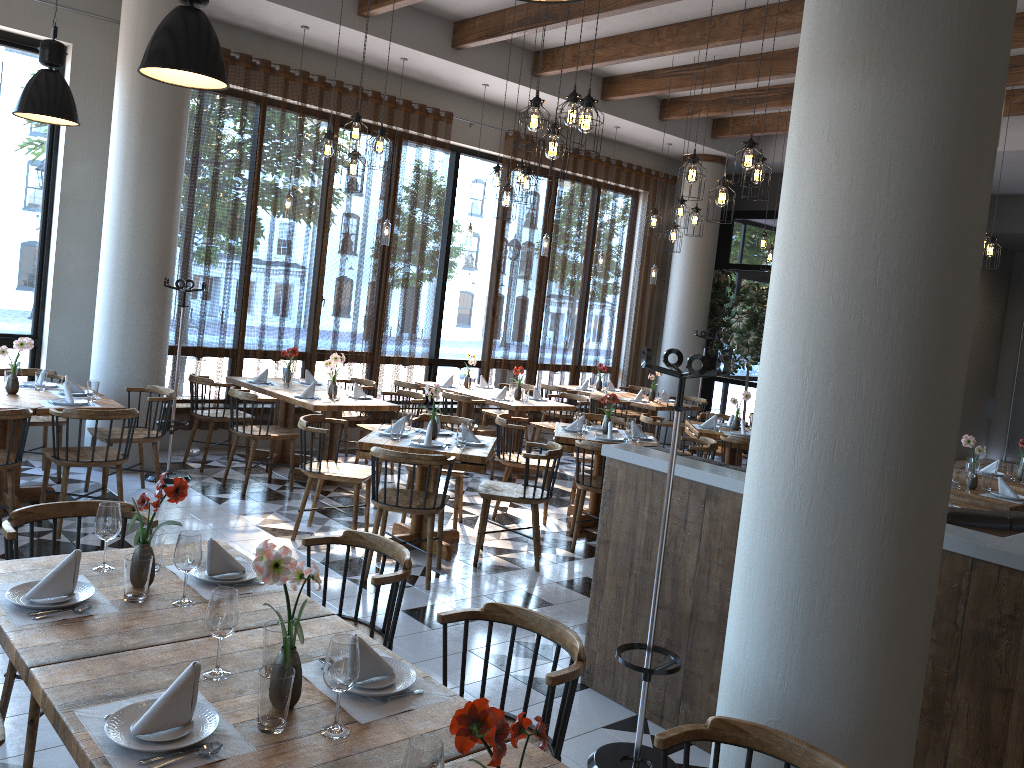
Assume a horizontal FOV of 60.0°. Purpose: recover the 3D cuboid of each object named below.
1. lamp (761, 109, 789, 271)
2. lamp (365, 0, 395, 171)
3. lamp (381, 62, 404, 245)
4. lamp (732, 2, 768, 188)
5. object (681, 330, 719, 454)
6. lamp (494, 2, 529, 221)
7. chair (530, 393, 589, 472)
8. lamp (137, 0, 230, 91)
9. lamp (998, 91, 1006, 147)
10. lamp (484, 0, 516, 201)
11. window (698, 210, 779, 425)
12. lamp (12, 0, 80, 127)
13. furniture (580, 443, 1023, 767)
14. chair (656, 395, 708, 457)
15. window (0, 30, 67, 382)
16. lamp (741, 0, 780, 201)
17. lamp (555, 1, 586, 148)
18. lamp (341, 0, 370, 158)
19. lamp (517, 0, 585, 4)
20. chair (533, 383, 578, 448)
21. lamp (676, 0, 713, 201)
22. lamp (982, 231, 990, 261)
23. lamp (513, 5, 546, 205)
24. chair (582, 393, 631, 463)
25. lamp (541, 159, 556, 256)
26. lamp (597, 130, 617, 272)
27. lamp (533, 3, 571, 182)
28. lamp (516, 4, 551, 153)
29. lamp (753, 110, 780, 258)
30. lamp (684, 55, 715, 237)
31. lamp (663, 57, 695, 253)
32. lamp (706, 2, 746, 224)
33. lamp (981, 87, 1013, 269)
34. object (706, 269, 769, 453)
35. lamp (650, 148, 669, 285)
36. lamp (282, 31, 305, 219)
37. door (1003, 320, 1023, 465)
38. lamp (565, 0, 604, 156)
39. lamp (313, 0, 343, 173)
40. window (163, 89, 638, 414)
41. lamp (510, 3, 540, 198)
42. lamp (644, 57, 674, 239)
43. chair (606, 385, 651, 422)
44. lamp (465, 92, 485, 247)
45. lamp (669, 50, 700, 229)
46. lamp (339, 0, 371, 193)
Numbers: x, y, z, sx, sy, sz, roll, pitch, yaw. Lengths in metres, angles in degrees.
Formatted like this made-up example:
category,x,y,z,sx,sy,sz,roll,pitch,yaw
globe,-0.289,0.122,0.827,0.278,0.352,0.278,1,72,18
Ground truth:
category,x,y,z,sx,sy,sz,roll,pitch,yaw
lamp,3.130,-2.360,10.380,0.175,2.066,0.175,5,3,-29
lamp,-0.881,-2.614,6.487,0.175,2.066,0.175,8,3,23
lamp,-1.183,-2.388,8.963,0.078,1.960,0.078,6,3,-2
lamp,1.640,-2.324,5.745,0.175,2.066,0.175,7,3,19
object,2.561,0.104,12.081,0.374,1.655,0.376,5,3,-20
lamp,0.050,-2.431,7.499,0.175,2.066,0.175,5,3,-23
chair,0.515,0.526,9.690,0.549,0.815,0.521,3,5,-42
lamp,-1.368,-2.288,3.925,0.391,1.861,0.390,8,4,35
lamp,1.985,-1.912,3.450,0.078,1.960,0.078,8,3,24
lamp,-0.041,-2.633,7.673,0.175,2.066,0.175,4,4,-34
window,4.741,-0.730,13.609,2.183,3.541,2.738,3,5,-42
lamp,-2.875,-2.613,5.622,0.391,1.861,0.390,8,3,25
furniture,3.442,1.056,5.680,6.580,1.147,1.925,2,7,-42
chair,2.118,0.568,11.129,0.549,0.815,0.521,3,5,-42
window,-5.819,-1.384,6.017,4.960,3.159,0.366,2,5,-42
lamp,1.750,-2.271,5.921,0.175,2.066,0.175,7,3,7
lamp,0.435,-2.387,4.997,0.175,2.066,0.175,5,3,-24
lamp,-1.032,-2.675,6.347,0.175,2.066,0.175,8,4,34
lamp,0.155,-1.959,2.208,0.391,1.861,0.390,8,3,25
chair,0.590,0.422,10.885,0.549,0.815,0.521,3,5,-42
lamp,1.314,-2.279,5.955,0.175,2.066,0.175,6,3,-15
lamp,4.797,-2.262,8.810,0.175,2.066,0.175,6,3,2
lamp,0.214,-2.529,7.330,0.175,2.066,0.175,8,4,34
chair,1.147,0.542,10.258,0.549,0.815,0.521,3,5,-42
lamp,0.491,-2.491,10.443,0.078,1.960,0.078,9,4,38
lamp,1.216,-2.387,11.107,0.078,1.960,0.078,8,4,34
lamp,0.319,-2.148,4.795,0.175,2.066,0.175,5,3,-24
lamp,0.224,-2.350,4.968,0.175,2.066,0.175,4,4,-35
lamp,3.000,-2.490,10.205,0.175,2.066,0.175,8,3,27
lamp,1.961,-2.535,8.991,0.175,2.066,0.175,8,3,31
lamp,1.765,-2.393,9.120,0.175,2.066,0.175,9,4,42
lamp,1.520,-2.125,5.967,0.175,2.066,0.175,7,3,19
lamp,4.682,-2.141,8.452,0.175,2.066,0.175,5,3,-32
object,3.085,-0.366,12.696,1.639,2.586,1.379,9,4,32
lamp,1.991,-2.308,11.811,0.078,1.960,0.078,6,3,-10
lamp,-1.996,-2.515,8.218,0.078,1.960,0.078,8,3,24
door,8.774,0.203,14.381,0.114,2.388,1.211,4,4,-42
lamp,0.486,-2.246,4.630,0.175,2.066,0.175,8,3,33
lamp,-1.292,-2.630,6.634,0.175,2.066,0.175,6,3,1
window,-3.343,-1.188,6.843,4.502,3.157,15.139,8,6,25
lamp,0.170,-2.669,7.699,0.175,2.066,0.175,5,3,-23
lamp,1.576,-2.553,9.198,0.175,2.066,0.175,7,3,9
chair,1.561,0.448,11.756,0.549,0.815,0.521,3,5,-42
lamp,-0.373,-2.480,9.673,0.078,1.960,0.078,4,4,-35
lamp,1.791,-2.600,8.877,0.175,2.066,0.175,9,4,42
lamp,-1.093,-2.472,6.587,0.175,2.066,0.175,8,4,34
